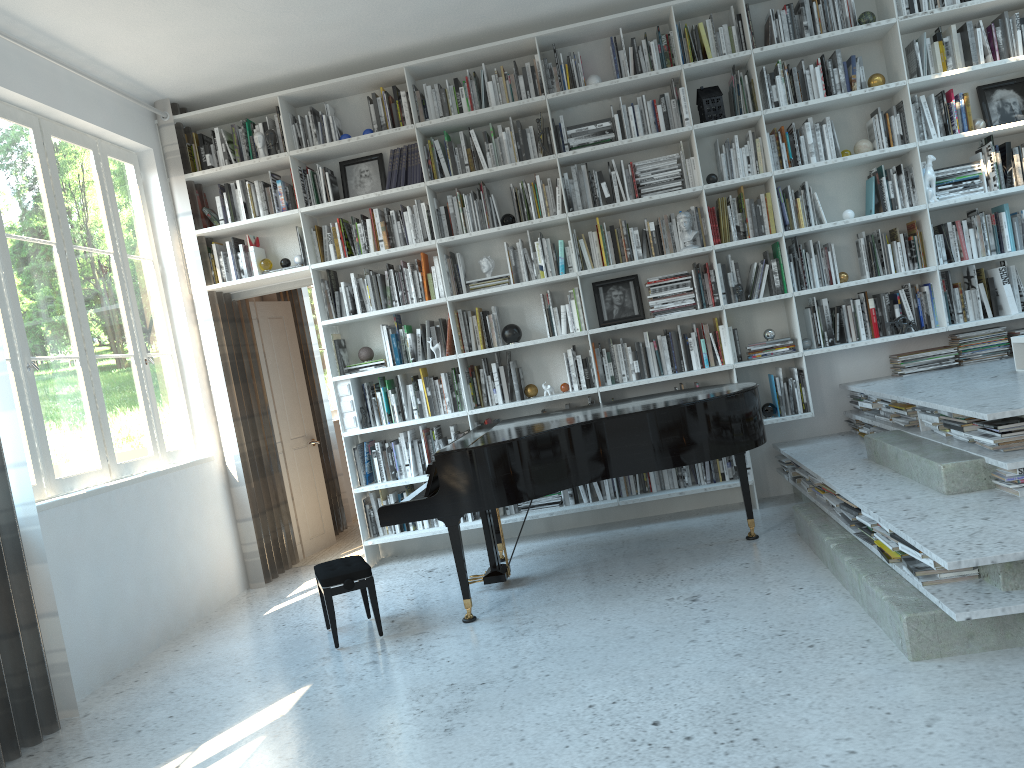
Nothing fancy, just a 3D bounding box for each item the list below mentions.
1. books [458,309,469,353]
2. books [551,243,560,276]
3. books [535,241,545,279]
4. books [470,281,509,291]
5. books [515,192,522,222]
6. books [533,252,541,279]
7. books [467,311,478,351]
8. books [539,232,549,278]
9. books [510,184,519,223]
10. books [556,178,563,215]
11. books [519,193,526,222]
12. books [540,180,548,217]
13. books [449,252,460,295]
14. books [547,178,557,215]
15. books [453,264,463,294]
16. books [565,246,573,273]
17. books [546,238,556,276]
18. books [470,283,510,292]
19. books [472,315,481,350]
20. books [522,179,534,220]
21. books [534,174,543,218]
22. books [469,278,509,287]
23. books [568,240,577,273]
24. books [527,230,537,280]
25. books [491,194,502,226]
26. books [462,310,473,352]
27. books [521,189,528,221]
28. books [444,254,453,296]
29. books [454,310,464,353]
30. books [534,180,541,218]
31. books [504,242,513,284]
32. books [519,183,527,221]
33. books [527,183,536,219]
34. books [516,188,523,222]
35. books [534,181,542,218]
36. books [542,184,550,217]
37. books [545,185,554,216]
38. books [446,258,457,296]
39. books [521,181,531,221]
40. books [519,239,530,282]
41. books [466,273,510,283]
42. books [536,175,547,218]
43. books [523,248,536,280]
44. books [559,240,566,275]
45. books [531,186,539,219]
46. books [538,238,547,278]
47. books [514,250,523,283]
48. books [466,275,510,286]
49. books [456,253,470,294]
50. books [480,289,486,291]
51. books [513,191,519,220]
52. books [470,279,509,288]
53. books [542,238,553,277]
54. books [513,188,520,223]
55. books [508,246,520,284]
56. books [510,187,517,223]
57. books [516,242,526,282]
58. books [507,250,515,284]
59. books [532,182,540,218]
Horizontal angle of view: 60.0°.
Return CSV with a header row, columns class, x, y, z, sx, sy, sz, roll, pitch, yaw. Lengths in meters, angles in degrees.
class,x,y,z,sx,sy,sz,roll,pitch,yaw
books,-0.307,-0.346,5.821,0.025,0.284,0.145,-10,2,7
books,0.286,-0.792,5.735,0.026,0.219,0.149,-10,2,7
books,0.188,-0.788,5.727,0.028,0.247,0.170,-10,2,7
books,-0.143,-0.635,5.783,0.254,0.012,0.160,-10,2,3
books,0.052,-1.124,5.735,0.013,0.216,0.149,-10,2,7
books,0.170,-0.756,5.750,0.025,0.189,0.140,-10,2,7
books,-0.251,-0.345,5.812,0.036,0.263,0.166,-10,2,7
books,0.214,-0.820,5.720,0.011,0.301,0.178,-10,2,7
books,0.027,-1.150,5.747,0.012,0.276,0.129,-10,2,7
books,0.306,-1.178,5.668,0.064,0.237,0.208,-10,2,7
books,0.079,-1.120,5.729,0.011,0.200,0.162,-10,2,7
books,0.215,-1.173,5.707,0.010,0.257,0.140,-10,2,7
books,-0.367,-0.716,5.827,0.011,0.298,0.135,-10,2,7
books,0.264,-1.181,5.695,0.022,0.257,0.155,-10,2,7
books,-0.339,-0.676,5.815,0.034,0.210,0.136,-10,2,7
books,0.374,-0.789,5.719,0.027,0.181,0.141,-10,2,7
books,0.259,-0.806,5.737,0.022,0.256,0.152,-10,2,7
books,-0.140,-0.623,5.793,0.254,0.012,0.160,-10,2,7
books,-0.217,-0.333,5.812,0.025,0.228,0.153,-10,2,7
books,0.114,-1.171,5.730,0.033,0.287,0.155,-10,2,7
books,0.179,-1.191,5.706,0.006,0.304,0.165,-10,2,7
books,-0.147,-0.659,5.785,0.254,0.012,0.160,-10,2,4
books,0.397,-0.811,5.718,0.026,0.217,0.126,-10,2,7
books,0.138,-0.821,5.735,0.010,0.330,0.173,-10,2,7
books,-0.089,-1.105,5.750,0.031,0.232,0.147,-10,2,7
books,-0.281,-0.346,5.823,0.026,0.275,0.154,-10,2,7
books,0.092,-1.130,5.703,0.006,0.216,0.181,-10,2,7
books,-0.402,-0.703,5.820,0.012,0.285,0.159,-10,2,7
books,-0.336,-0.341,5.834,0.012,0.285,0.159,-10,2,7
books,0.172,-1.170,5.712,0.004,0.265,0.141,-10,2,7
books,-0.012,-0.772,5.752,0.012,0.285,0.159,-10,2,7
books,0.084,-1.155,5.734,0.009,0.267,0.149,-10,2,7
books,0.136,-1.152,5.694,0.013,0.244,0.188,-10,2,7
books,0.056,-1.134,5.708,0.005,0.236,0.178,-10,2,7
books,0.177,-1.165,5.706,0.006,0.253,0.180,-10,2,7
books,0.228,-1.161,5.710,0.011,0.229,0.165,-10,2,7
books,0.247,-1.157,5.708,0.024,0.216,0.142,-10,2,7
books,-0.383,-0.692,5.812,0.024,0.257,0.133,-10,2,7
books,0.095,-1.162,5.722,0.005,0.275,0.157,-10,2,7
books,0.084,-0.789,5.736,0.012,0.286,0.167,-10,2,7
books,-0.152,-0.683,5.781,0.285,0.012,0.159,-10,2,3
books,0.196,-1.183,5.701,0.022,0.285,0.189,-10,2,7
books,0.120,-0.765,5.750,0.048,0.225,0.149,-10,2,7
books,0.324,-0.803,5.706,0.060,0.227,0.179,-10,2,7
books,0.152,-1.152,5.729,0.011,0.236,0.130,-10,2,7
books,0.205,-0.800,5.714,0.012,0.265,0.192,-10,2,7
books,0.053,-0.755,5.769,0.024,0.227,0.137,-10,2,7
books,-0.149,-0.671,5.786,0.285,0.012,0.159,-10,2,9
books,-0.319,-0.714,5.804,0.021,0.278,0.136,-10,2,7
books,-0.138,-0.611,5.789,0.285,0.012,0.159,-10,2,5
books,0.038,-1.133,5.744,0.005,0.239,0.145,-10,2,7
books,-0.146,-0.647,5.781,0.254,0.012,0.160,-10,2,2
books,0.234,-0.803,5.720,0.023,0.260,0.170,-10,2,7
books,0.039,-1.133,5.719,0.005,0.240,0.173,-10,2,7
books,0.021,-0.758,5.744,0.030,0.247,0.174,-10,2,7
books,0.019,-1.137,5.741,0.005,0.254,0.160,-10,2,7
books,0.070,-0.778,5.750,0.022,0.267,0.151,-10,2,7
books,0.005,-0.748,5.765,0.010,0.232,0.154,-10,2,7
books,0.163,-1.162,5.715,0.017,0.253,0.139,-10,2,7
